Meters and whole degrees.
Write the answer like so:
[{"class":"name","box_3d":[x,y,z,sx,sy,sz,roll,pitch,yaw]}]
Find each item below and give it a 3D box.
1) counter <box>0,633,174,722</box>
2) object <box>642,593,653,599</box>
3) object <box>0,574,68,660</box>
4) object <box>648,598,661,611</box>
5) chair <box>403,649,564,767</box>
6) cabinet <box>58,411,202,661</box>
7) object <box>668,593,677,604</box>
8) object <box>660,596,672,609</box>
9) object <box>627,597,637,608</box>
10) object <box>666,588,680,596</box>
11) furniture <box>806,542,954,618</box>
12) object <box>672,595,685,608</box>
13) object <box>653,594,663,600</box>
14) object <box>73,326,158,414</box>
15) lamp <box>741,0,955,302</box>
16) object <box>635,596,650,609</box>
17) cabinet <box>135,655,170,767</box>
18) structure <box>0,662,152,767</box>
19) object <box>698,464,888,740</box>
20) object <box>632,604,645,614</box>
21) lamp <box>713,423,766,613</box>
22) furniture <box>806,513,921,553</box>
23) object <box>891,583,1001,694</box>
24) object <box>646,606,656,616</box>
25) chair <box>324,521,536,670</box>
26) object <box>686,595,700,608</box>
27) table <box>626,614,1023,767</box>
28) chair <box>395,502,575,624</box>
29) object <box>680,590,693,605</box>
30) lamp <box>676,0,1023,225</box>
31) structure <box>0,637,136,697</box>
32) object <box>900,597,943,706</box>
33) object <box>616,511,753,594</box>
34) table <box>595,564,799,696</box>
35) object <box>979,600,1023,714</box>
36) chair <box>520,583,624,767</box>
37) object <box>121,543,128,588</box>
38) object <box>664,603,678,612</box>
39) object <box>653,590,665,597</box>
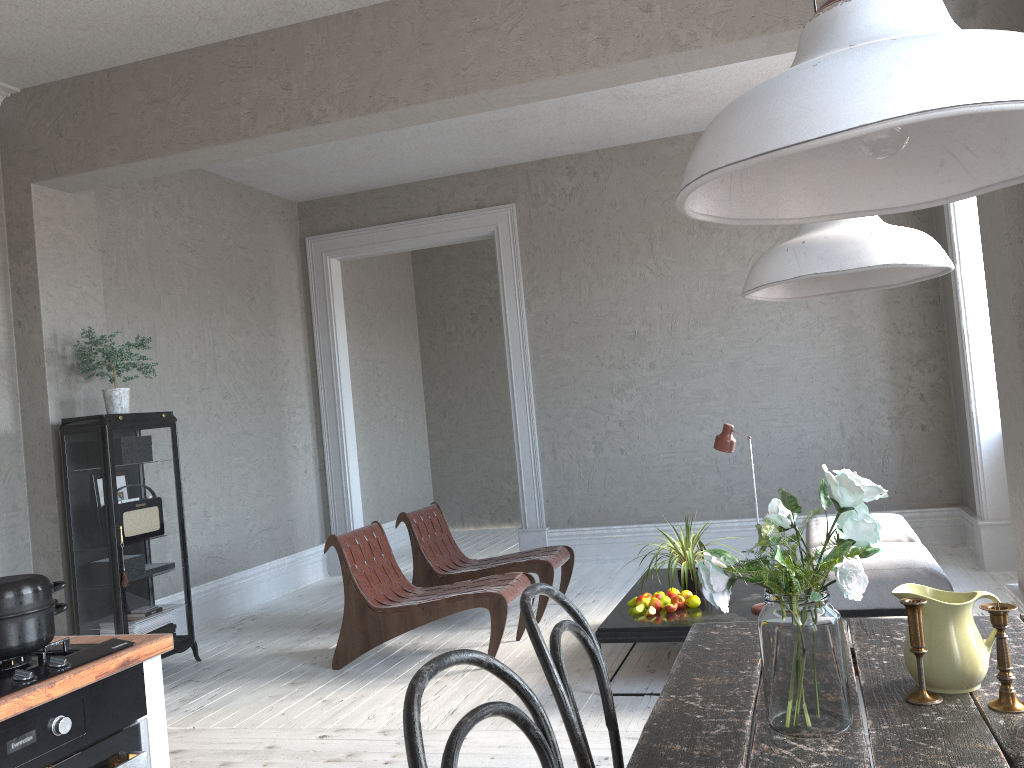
[{"class":"counter","box_3d":[-0.534,0.496,0.134,3.125,0.039,3.430,-6,-2,17]},{"class":"object","box_3d":[0.645,1.030,4.246,0.056,0.058,0.057,-7,-2,42]},{"class":"object","box_3d":[-1.026,0.471,1.793,0.191,0.147,0.192,-5,-2,-3]},{"class":"object","box_3d":[0.659,1.022,4.101,0.060,0.062,0.063,-5,-2,-1]},{"class":"chair","box_3d":[0.168,0.847,1.240,0.540,0.920,0.445,-6,-2,25]},{"class":"cabinet","box_3d":[-2.124,0.905,4.941,0.344,1.471,0.625,-6,-2,18]},{"class":"object","box_3d":[0.759,1.018,4.187,0.058,0.056,0.060,-6,-2,4]},{"class":"object","box_3d":[0.714,1.019,4.133,0.063,0.058,0.060,-5,-2,-28]},{"class":"object","box_3d":[0.579,1.037,4.216,0.058,0.053,0.060,-6,-2,24]},{"class":"object","box_3d":[0.777,1.013,4.256,0.069,0.066,0.071,-6,-2,32]},{"class":"furniture","box_3d":[1.663,1.008,4.059,0.576,0.476,0.837,-6,-2,18]},{"class":"object","box_3d":[0.776,1.014,4.124,0.057,0.058,0.058,-5,-2,0]},{"class":"object","box_3d":[0.692,1.023,4.190,0.056,0.058,0.059,-6,-2,8]},{"class":"object","box_3d":[-2.217,-0.079,4.975,0.406,0.506,0.406,-6,-2,33]},{"class":"lamp","box_3d":[0.537,-1.106,1.688,0.387,1.858,0.371,-4,-2,-35]},{"class":"object","box_3d":[0.618,1.027,4.165,0.077,0.064,0.073,-4,-2,-42]},{"class":"cabinet","box_3d":[-0.969,0.949,0.105,2.022,0.854,4.123,-5,-2,-26]},{"class":"structure","box_3d":[-1.123,0.932,1.677,0.611,0.623,0.629,-6,-2,17]},{"class":"object","box_3d":[0.461,0.343,1.431,0.308,0.414,0.254,-6,-2,15]},{"class":"object","box_3d":[0.586,1.041,4.092,0.046,0.037,0.068,-7,-2,44]},{"class":"lamp","box_3d":[1.059,0.591,3.986,0.141,0.839,0.246,-4,-2,-37]},{"class":"furniture","box_3d":[1.975,1.007,5.006,0.576,0.476,0.837,-6,-2,18]},{"class":"object","box_3d":[0.763,0.441,1.558,0.152,0.170,0.134,-5,-2,-22]},{"class":"object","box_3d":[0.630,1.035,4.037,0.047,0.036,0.062,-6,-2,28]},{"class":"chair","box_3d":[-0.429,1.115,4.813,1.005,0.721,0.513,-6,-2,17]},{"class":"object","box_3d":[0.844,1.008,4.106,0.069,0.055,0.059,-5,-2,-16]},{"class":"table","box_3d":[0.594,0.896,1.100,0.894,0.735,1.942,-6,-2,18]},{"class":"chair","box_3d":[-0.158,1.115,5.636,1.005,0.721,0.513,-6,-2,17]},{"class":"object","box_3d":[0.823,1.006,4.179,0.066,0.066,0.071,-6,-2,22]},{"class":"lamp","box_3d":[0.253,-1.106,0.829,0.373,1.858,0.385,-6,-2,25]},{"class":"structure","box_3d":[-1.134,0.567,1.675,0.490,0.031,0.613,-6,-2,17]},{"class":"object","box_3d":[0.685,0.448,1.493,0.058,0.167,0.060,-6,-2,31]},{"class":"object","box_3d":[0.855,0.842,4.458,0.717,0.420,0.676,-7,-2,35]},{"class":"table","box_3d":[0.985,1.182,4.390,0.839,0.303,1.325,-6,-2,18]},{"class":"object","box_3d":[0.790,0.433,1.425,0.061,0.172,0.063,-7,-2,39]},{"class":"chair","box_3d":[0.333,0.848,1.755,0.544,0.920,0.442,-6,-2,14]},{"class":"object","box_3d":[-2.039,0.950,4.648,0.041,0.234,0.044,-5,-2,-26]},{"class":"object","box_3d":[0.728,1.026,4.064,0.064,0.039,0.067,-6,-2,23]},{"class":"object","box_3d":[0.707,1.021,4.252,0.063,0.063,0.060,-4,-2,-41]}]
